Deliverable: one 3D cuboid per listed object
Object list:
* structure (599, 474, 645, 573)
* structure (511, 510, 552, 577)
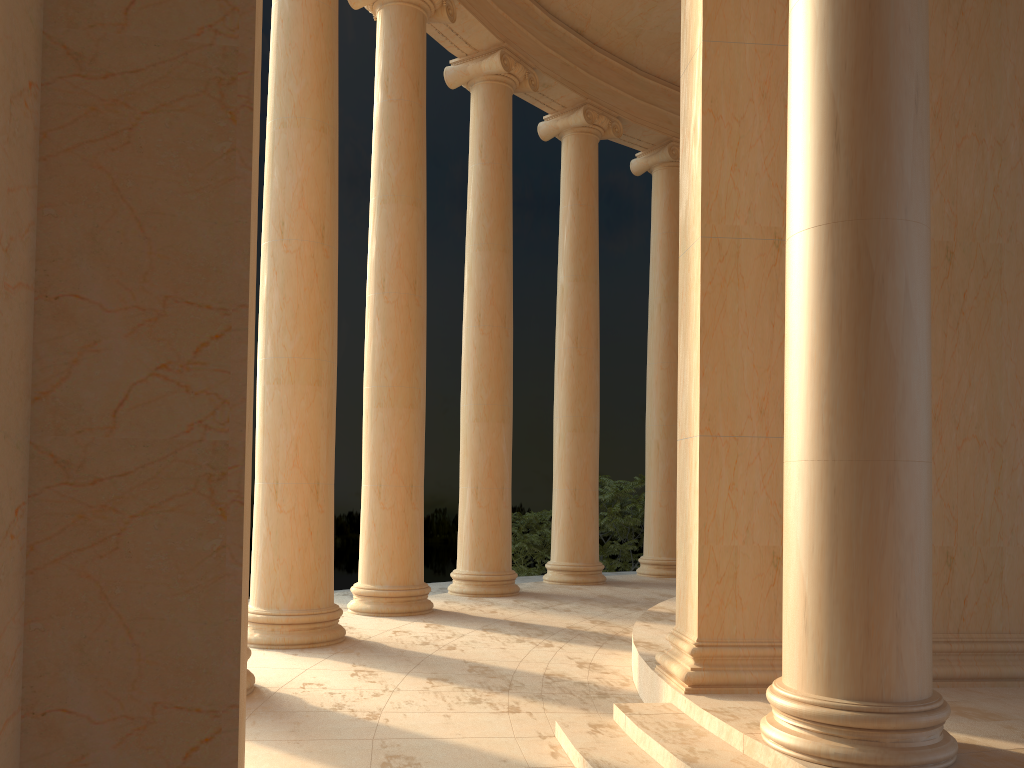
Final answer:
[{"bbox_3d":[206.717,309.445,1603.881,247.164,298.552,238.550,1,-4,-3],"label":"structure"},{"bbox_3d":[19.259,308.908,1514.615,149.201,187.736,156.294,0,-4,7],"label":"structure"}]
